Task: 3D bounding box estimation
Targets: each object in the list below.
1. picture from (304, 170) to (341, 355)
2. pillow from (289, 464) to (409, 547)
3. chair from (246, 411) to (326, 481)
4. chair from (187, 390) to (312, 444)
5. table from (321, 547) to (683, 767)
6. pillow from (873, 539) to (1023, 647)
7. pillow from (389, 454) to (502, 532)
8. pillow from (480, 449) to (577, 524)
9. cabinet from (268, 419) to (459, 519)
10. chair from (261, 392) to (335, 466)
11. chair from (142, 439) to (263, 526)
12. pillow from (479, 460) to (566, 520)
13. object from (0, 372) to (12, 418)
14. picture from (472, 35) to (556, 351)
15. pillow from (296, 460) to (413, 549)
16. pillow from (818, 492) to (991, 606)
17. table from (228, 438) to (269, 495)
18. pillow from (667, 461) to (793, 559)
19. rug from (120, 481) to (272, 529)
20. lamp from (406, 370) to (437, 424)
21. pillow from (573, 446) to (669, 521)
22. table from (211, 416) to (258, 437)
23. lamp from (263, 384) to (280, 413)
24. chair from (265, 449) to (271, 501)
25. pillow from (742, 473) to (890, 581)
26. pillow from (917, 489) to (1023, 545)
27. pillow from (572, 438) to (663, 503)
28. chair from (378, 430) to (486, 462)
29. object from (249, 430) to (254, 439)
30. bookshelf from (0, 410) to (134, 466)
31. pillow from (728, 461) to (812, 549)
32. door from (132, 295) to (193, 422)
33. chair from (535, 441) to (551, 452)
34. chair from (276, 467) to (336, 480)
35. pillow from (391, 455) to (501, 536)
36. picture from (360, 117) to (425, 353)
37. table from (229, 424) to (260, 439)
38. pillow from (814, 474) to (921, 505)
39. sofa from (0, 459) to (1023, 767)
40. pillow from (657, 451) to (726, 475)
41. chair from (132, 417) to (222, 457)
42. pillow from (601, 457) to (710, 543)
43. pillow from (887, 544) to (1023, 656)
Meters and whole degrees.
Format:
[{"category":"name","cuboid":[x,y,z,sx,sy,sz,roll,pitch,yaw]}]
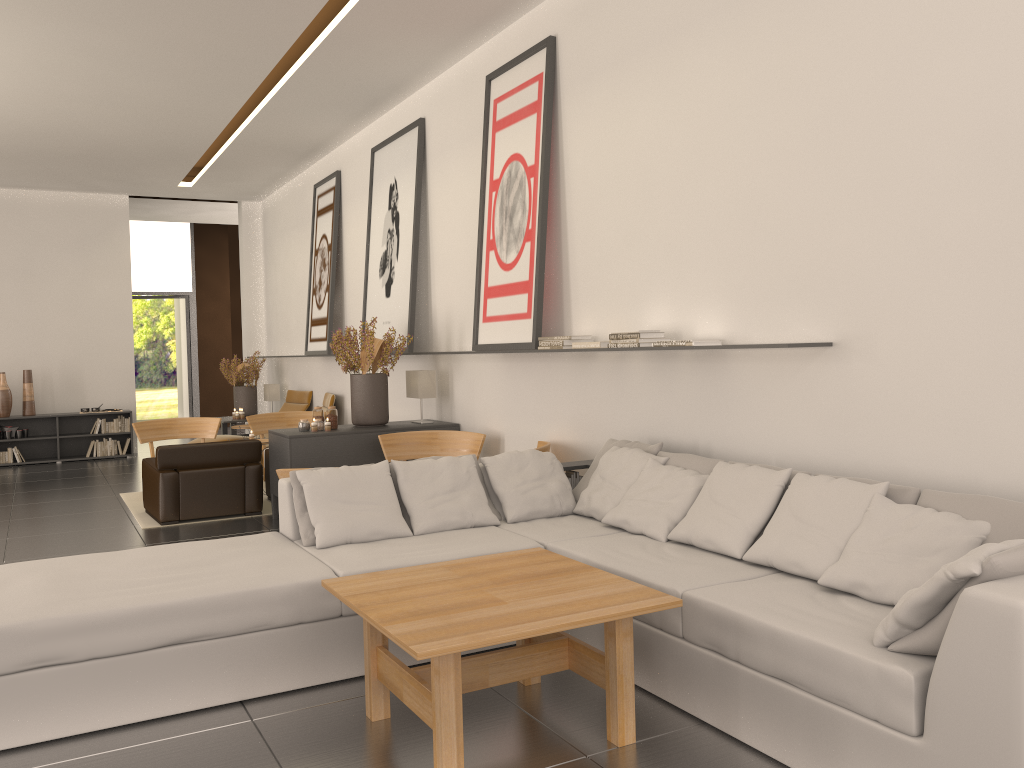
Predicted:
[{"category":"picture","cuboid":[-3.744,-2.320,17.486,0.385,3.492,1.600,-2,2,-28]},{"category":"pillow","cuboid":[-1.366,0.993,7.422,0.919,0.577,0.549,-3,2,-28]},{"category":"chair","cuboid":[-3.912,1.132,15.769,1.452,1.226,1.151,-3,2,-28]},{"category":"chair","cuboid":[-5.545,0.934,18.825,2.422,1.485,1.299,-3,2,-38]},{"category":"table","cuboid":[-0.114,1.644,5.303,1.601,0.840,1.600,-3,2,-28]},{"category":"pillow","cuboid":[2.204,1.006,4.311,0.797,0.580,0.625,-3,2,-30]},{"category":"pillow","cuboid":[-0.593,0.955,7.835,0.919,0.591,0.557,-3,2,-29]},{"category":"pillow","cuboid":[0.171,0.912,8.101,0.797,0.580,0.625,-3,2,-27]},{"category":"cabinet","cuboid":[-2.047,1.216,12.403,2.401,1.239,1.120,-3,2,-28]},{"category":"chair","cuboid":[-4.665,0.974,17.191,2.421,1.485,1.300,-2,2,-18]},{"category":"chair","cuboid":[-4.453,1.340,12.823,1.538,1.075,1.500,-3,2,-28]},{"category":"pillow","cuboid":[0.169,0.957,8.267,0.918,0.510,0.615,-3,2,-26]},{"category":"object","cuboid":[-11.136,0.237,19.421,0.326,0.992,0.327,-2,1,-5]},{"category":"picture","cuboid":[-0.006,-2.147,10.546,0.385,3.492,1.600,-2,2,-28]},{"category":"pillow","cuboid":[-1.302,0.976,7.297,0.802,0.598,0.585,-3,2,-29]},{"category":"pillow","cuboid":[2.298,0.980,5.184,0.590,0.562,0.803,-3,2,-33]},{"category":"table","cuboid":[-4.246,1.353,14.452,0.797,0.903,0.798,-2,2,-6]},{"category":"pillow","cuboid":[1.612,0.898,6.549,0.585,0.598,0.802,-3,2,-29]},{"category":"rug","cuboid":[-4.027,1.808,14.361,4.001,0.010,3.558,-3,3,-28]},{"category":"lamp","cuboid":[-1.307,0.183,12.779,0.257,0.757,0.514,-2,2,-28]},{"category":"pillow","cuboid":[0.921,0.884,7.836,0.587,0.596,0.819,-2,2,-28]},{"category":"table","cuboid":[-6.047,1.197,20.698,1.601,0.840,1.600,-3,2,-28]},{"category":"lamp","cuboid":[-5.658,0.383,20.903,0.257,0.756,0.514,-2,2,-28]},{"category":"chair","cuboid":[-2.880,1.264,13.670,1.538,1.075,1.500,-3,2,-28]},{"category":"pillow","cuboid":[1.998,0.916,5.831,0.585,0.598,0.802,-3,2,-29]},{"category":"pillow","cuboid":[2.574,0.950,5.061,0.550,0.581,0.919,-2,2,-28]},{"category":"pillow","cuboid":[0.925,0.849,8.169,0.643,0.657,0.883,-3,2,-29]},{"category":"chair","cuboid":[-1.082,1.247,11.144,1.452,1.226,1.151,-1,2,12]},{"category":"object","cuboid":[-4.238,0.842,14.435,0.076,0.187,0.076,-1,1,11]},{"category":"bookshelf","cuboid":[-10.282,1.222,20.072,3.081,1.079,0.740,-3,2,-28]},{"category":"pillow","cuboid":[1.737,0.911,6.615,0.550,0.581,0.919,-2,2,-28]},{"category":"door","cuboid":[-11.338,-0.636,27.842,2.377,4.267,0.100,-2,1,-13]},{"category":"chair","cuboid":[-0.154,1.279,9.711,1.150,1.226,1.453,-1,2,17]},{"category":"chair","cuboid":[-1.512,1.354,8.735,1.452,1.226,1.151,-2,2,-3]},{"category":"pillow","cuboid":[-0.586,0.943,7.683,0.802,0.595,0.595,-3,2,-28]},{"category":"picture","cuboid":[-1.931,-2.236,14.120,0.385,3.492,2.193,-2,2,-28]},{"category":"table","cuboid":[-5.241,1.259,17.877,0.797,0.903,0.798,0,2,39]},{"category":"pillow","cuboid":[2.159,0.931,5.831,0.550,0.581,0.919,-2,2,-28]},{"category":"sofa","cuboid":[-0.204,1.449,5.492,5.527,1.204,5.605,-3,3,-28]},{"category":"pillow","cuboid":[1.311,0.891,7.405,0.550,0.581,0.919,-2,2,-28]},{"category":"chair","cuboid":[-5.548,1.211,14.888,1.452,1.226,1.151,-3,2,-28]},{"category":"pillow","cuboid":[1.196,0.929,7.230,0.590,0.562,0.803,-3,2,-33]},{"category":"pillow","cuboid":[2.334,1.004,4.270,0.919,0.581,0.549,-3,2,-29]}]
